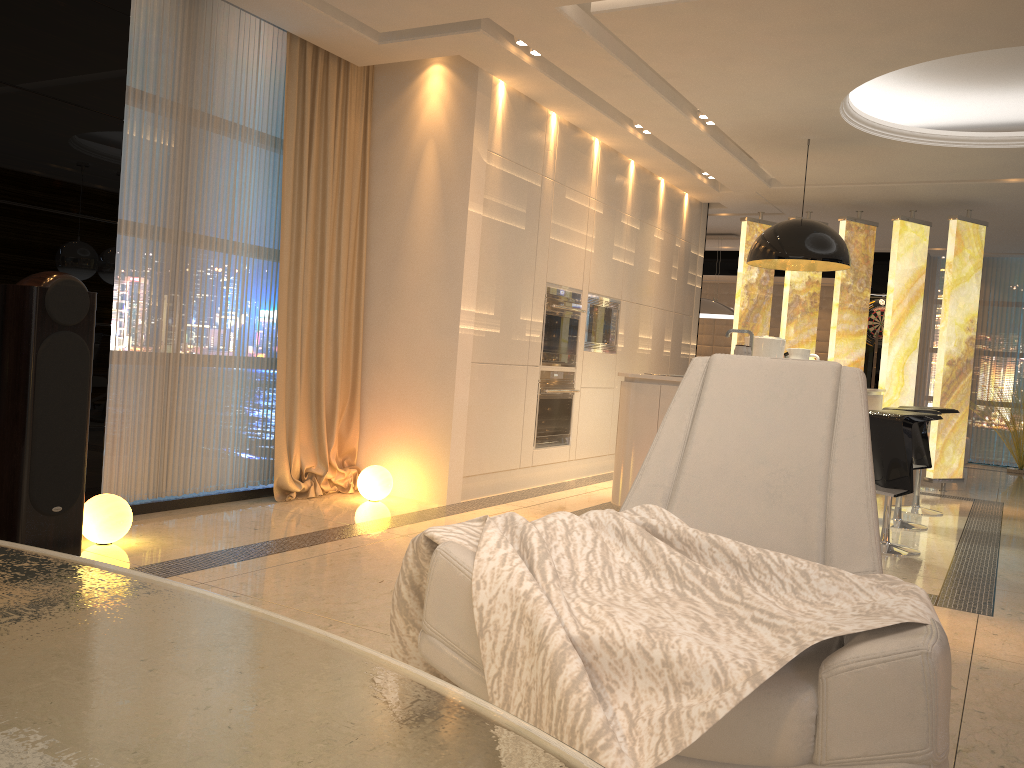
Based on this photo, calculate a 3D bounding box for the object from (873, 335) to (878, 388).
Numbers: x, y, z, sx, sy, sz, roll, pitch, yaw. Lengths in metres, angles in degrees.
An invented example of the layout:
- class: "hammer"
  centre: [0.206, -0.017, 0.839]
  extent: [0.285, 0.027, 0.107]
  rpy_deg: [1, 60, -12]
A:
- class: "object"
  centre: [4.675, 0.110, 11.507]
  extent: [0.027, 1.605, 0.026]
  rpy_deg: [4, 2, -22]

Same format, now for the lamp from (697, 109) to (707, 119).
- class: "lamp"
  centre: [1.328, -1.891, 6.096]
  extent: [0.107, 0.127, 0.107]
  rpy_deg: [5, 2, 11]

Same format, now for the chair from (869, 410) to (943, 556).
- class: "chair"
  centre: [2.156, 0.546, 5.053]
  extent: [0.380, 0.789, 0.380]
  rpy_deg: [3, 2, -28]

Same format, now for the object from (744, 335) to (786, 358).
- class: "object"
  centre: [1.808, -0.184, 6.375]
  extent: [0.288, 0.330, 0.288]
  rpy_deg: [3, 3, -43]

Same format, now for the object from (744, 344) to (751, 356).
- class: "object"
  centre: [1.359, -0.123, 5.188]
  extent: [0.071, 0.219, 0.071]
  rpy_deg: [5, 2, 6]

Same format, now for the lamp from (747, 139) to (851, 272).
- class: "lamp"
  centre: [2.075, -1.292, 6.313]
  extent: [0.710, 0.898, 0.710]
  rpy_deg: [6, 3, 40]

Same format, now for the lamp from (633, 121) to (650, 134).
- class: "lamp"
  centre: [0.977, -1.933, 6.534]
  extent: [0.107, 0.127, 0.270]
  rpy_deg: [5, 2, 29]

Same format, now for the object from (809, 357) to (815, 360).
- class: "object"
  centre: [2.180, -0.105, 6.614]
  extent: [0.212, 0.214, 0.213]
  rpy_deg: [4, 2, -10]

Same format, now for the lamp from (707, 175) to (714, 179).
- class: "lamp"
  centre: [1.814, -1.919, 8.012]
  extent: [0.107, 0.127, 0.107]
  rpy_deg: [5, 2, 26]

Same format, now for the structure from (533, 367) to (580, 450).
- class: "structure"
  centre: [0.120, 0.161, 6.714]
  extent: [0.595, 0.597, 0.609]
  rpy_deg: [5, 2, 29]

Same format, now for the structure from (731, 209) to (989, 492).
- class: "structure"
  centre: [3.216, -0.375, 8.495]
  extent: [2.180, 2.555, 0.448]
  rpy_deg: [5, 2, 29]

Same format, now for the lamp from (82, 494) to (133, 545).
- class: "lamp"
  centre: [-1.744, 0.578, 3.805]
  extent: [0.212, 0.214, 0.213]
  rpy_deg: [4, 2, -10]

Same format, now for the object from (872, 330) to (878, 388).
- class: "object"
  centre: [4.652, 0.107, 11.466]
  extent: [0.027, 1.605, 0.026]
  rpy_deg: [4, 2, -22]

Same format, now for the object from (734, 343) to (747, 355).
- class: "object"
  centre: [1.306, -0.124, 5.095]
  extent: [0.071, 0.219, 0.071]
  rpy_deg: [5, 2, 20]

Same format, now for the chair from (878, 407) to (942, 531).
- class: "chair"
  centre: [2.616, 0.551, 5.946]
  extent: [0.380, 0.789, 0.380]
  rpy_deg: [5, 2, 12]

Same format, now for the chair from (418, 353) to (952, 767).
- class: "chair"
  centre: [0.469, 0.419, 2.037]
  extent: [1.027, 0.991, 0.983]
  rpy_deg: [5, 2, 29]

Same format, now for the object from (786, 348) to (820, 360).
- class: "object"
  centre: [2.083, -0.127, 6.408]
  extent: [0.211, 0.254, 0.183]
  rpy_deg: [4, 2, -9]

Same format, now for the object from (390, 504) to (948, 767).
- class: "object"
  centre: [0.249, 0.598, 2.098]
  extent: [0.972, 0.580, 1.347]
  rpy_deg: [4, 2, -23]

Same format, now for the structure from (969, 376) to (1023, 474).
- class: "structure"
  centre: [6.017, 0.483, 10.406]
  extent: [1.275, 1.142, 1.282]
  rpy_deg: [4, 2, -14]

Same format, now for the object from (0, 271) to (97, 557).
- class: "object"
  centre: [-1.908, 0.119, 3.481]
  extent: [0.468, 1.127, 0.285]
  rpy_deg: [5, 2, 29]

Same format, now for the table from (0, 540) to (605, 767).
- class: "table"
  centre: [-0.755, 0.561, 0.858]
  extent: [2.140, 0.565, 0.999]
  rpy_deg: [5, 2, 29]

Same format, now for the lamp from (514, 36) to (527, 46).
- class: "lamp"
  centre: [0.066, -1.948, 4.926]
  extent: [0.107, 0.127, 0.107]
  rpy_deg: [5, 2, 18]

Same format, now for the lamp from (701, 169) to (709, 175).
- class: "lamp"
  centre: [1.733, -1.920, 7.870]
  extent: [0.107, 0.127, 0.107]
  rpy_deg: [5, 2, 11]

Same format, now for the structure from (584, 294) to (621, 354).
- class: "structure"
  centre: [0.549, -0.497, 7.334]
  extent: [0.446, 0.450, 0.659]
  rpy_deg: [5, 2, 29]

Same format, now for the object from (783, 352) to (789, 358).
- class: "object"
  centre: [2.333, -0.200, 7.441]
  extent: [0.256, 0.212, 0.249]
  rpy_deg: [3, 2, -25]

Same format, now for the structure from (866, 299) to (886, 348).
- class: "structure"
  centre: [4.966, -0.813, 11.921]
  extent: [0.669, 0.669, 0.048]
  rpy_deg: [5, 2, 29]

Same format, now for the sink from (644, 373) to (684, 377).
- class: "sink"
  centre: [1.169, 0.035, 5.462]
  extent: [0.485, 0.152, 0.738]
  rpy_deg: [5, 2, 29]

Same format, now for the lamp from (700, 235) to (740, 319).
- class: "lamp"
  centre: [2.238, -1.374, 11.285]
  extent: [1.578, 0.995, 0.939]
  rpy_deg: [6, 2, 30]

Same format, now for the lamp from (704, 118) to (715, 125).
- class: "lamp"
  centre: [1.408, -1.889, 6.238]
  extent: [0.107, 0.127, 0.107]
  rpy_deg: [5, 2, 11]

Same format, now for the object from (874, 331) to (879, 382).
- class: "object"
  centre: [4.699, 0.110, 11.549]
  extent: [0.027, 1.605, 0.026]
  rpy_deg: [4, 2, -22]

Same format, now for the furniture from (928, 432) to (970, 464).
- class: "furniture"
  centre: [5.385, 0.799, 11.232]
  extent: [0.735, 0.357, 0.735]
  rpy_deg: [6, 2, 31]

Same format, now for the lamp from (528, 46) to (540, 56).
- class: "lamp"
  centre: [0.146, -1.946, 5.068]
  extent: [0.107, 0.127, 0.107]
  rpy_deg: [5, 2, 18]

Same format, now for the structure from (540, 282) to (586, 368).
- class: "structure"
  centre: [0.167, -0.446, 6.693]
  extent: [0.595, 0.597, 0.609]
  rpy_deg: [5, 2, 29]

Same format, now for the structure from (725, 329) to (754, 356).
- class: "structure"
  centre: [1.355, -0.174, 5.329]
  extent: [0.177, 0.310, 0.089]
  rpy_deg: [5, 2, 29]

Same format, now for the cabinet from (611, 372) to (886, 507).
- class: "cabinet"
  centre: [1.876, 0.431, 6.376]
  extent: [1.046, 0.887, 3.752]
  rpy_deg: [5, 2, 29]

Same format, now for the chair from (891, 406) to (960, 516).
- class: "chair"
  centre: [3.061, 0.561, 6.651]
  extent: [0.380, 0.789, 0.380]
  rpy_deg: [4, 2, -3]

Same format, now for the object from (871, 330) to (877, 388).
- class: "object"
  centre: [4.628, 0.107, 11.423]
  extent: [0.027, 1.605, 0.026]
  rpy_deg: [4, 2, -22]

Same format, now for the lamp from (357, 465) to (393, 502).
- class: "lamp"
  centre: [-0.824, 0.596, 5.342]
  extent: [0.212, 0.214, 0.213]
  rpy_deg: [4, 2, -10]
